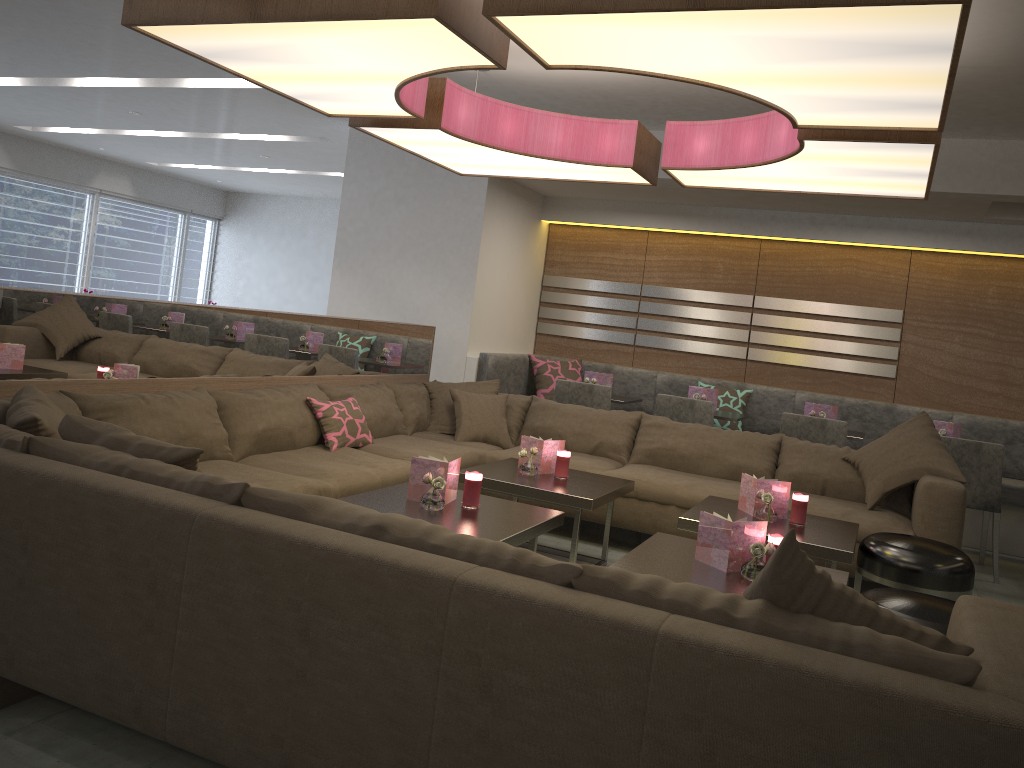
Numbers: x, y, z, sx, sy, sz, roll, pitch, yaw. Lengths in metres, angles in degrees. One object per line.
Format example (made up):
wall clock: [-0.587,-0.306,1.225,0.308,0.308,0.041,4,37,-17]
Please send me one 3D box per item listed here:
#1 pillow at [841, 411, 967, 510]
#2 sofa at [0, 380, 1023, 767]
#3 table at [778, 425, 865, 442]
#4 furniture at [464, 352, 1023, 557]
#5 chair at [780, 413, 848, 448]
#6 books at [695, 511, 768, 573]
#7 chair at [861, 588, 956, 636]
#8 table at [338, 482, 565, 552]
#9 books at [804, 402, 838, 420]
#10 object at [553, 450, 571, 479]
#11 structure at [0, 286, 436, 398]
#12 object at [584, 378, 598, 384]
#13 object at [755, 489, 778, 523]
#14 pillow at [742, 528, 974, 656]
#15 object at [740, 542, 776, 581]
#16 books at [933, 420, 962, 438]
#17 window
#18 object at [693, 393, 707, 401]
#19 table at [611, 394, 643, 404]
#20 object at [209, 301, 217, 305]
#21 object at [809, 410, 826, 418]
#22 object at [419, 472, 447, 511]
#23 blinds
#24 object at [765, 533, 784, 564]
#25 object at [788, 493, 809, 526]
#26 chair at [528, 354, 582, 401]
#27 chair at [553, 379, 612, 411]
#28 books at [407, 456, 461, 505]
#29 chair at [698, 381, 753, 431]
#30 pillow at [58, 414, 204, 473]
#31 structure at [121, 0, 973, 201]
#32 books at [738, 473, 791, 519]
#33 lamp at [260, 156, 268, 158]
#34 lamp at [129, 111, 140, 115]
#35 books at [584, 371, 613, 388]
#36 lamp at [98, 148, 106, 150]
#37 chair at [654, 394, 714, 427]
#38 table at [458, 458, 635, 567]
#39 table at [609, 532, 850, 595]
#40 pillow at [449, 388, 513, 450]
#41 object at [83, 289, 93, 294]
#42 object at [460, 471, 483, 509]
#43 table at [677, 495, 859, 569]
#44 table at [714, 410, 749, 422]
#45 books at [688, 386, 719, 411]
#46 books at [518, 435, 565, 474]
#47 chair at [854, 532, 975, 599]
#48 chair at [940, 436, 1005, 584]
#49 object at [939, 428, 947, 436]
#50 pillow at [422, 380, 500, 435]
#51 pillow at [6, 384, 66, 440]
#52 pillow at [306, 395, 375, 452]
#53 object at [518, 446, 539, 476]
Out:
pillow: [1.929,0.379,4.354,0.624,0.513,0.297,9,2,37]
sofa: [0.125,0.540,3.550,3.191,0.675,3.760,9,4,23]
table: [1.990,0.620,5.769,0.508,0.654,0.504,8,1,23]
furniture: [1.864,0.593,4.516,5.668,0.853,4.249,9,4,23]
chair: [1.857,0.571,5.474,0.479,0.762,0.490,7,1,26]
books: [0.707,0.508,2.855,0.157,0.164,0.144,6,2,-32]
chair: [1.184,0.852,2.578,0.424,0.451,0.422,8,2,19]
table: [-0.252,0.651,3.187,0.660,0.412,0.656,8,3,23]
books: [2.046,0.214,5.867,0.157,0.164,0.143,7,2,-12]
object: [0.235,0.372,4.114,0.075,0.128,0.075,7,1,-4]
structure: [-1.415,0.132,4.244,0.225,1.006,3.767,7,3,23]
object: [0.569,0.015,6.328,0.107,0.125,0.095,6,1,-24]
object: [1.064,0.506,3.681,0.095,0.129,0.107,7,1,-17]
pillow: [0.578,0.467,1.716,0.533,0.404,0.279,8,1,12]
object: [0.788,0.541,2.740,0.193,0.125,0.095,5,2,-35]
books: [2.725,0.319,5.571,0.144,0.164,0.157,8,2,43]
window: [-5.274,-1.449,11.534,0.159,2.071,3.652,7,3,23]
object: [1.269,0.122,6.030,0.110,0.125,0.092,6,2,-34]
table: [0.594,0.405,6.378,0.508,0.654,0.504,8,1,23]
object: [-3.583,-0.853,10.517,0.155,0.276,0.103,7,0,21]
object: [1.974,0.231,5.717,0.094,0.125,0.102,7,1,-13]
object: [-0.280,0.380,3.137,0.095,0.129,0.100,7,1,6]
blinds: [-5.171,-1.461,11.501,0.045,2.041,3.644,7,3,23]
object: [0.836,0.541,2.794,0.075,0.128,0.076,7,1,-14]
object: [1.197,0.521,3.687,0.075,0.128,0.076,7,1,-14]
chair: [0.378,-0.003,7.052,0.489,0.427,0.296,6,1,-24]
chair: [0.489,0.361,6.063,0.478,0.762,0.491,7,1,15]
books: [-0.254,0.360,3.274,0.257,0.164,0.143,6,2,-13]
chair: [1.579,0.202,6.698,0.428,0.395,0.218,8,1,24]
pillow: [-1.005,0.277,2.432,0.495,0.339,0.311,8,2,17]
structure: [0.373,-1.304,3.454,2.455,0.618,2.438,9,4,23]
books: [1.091,0.486,3.827,0.157,0.164,0.143,7,2,-12]
lamp: [-2.594,-2.380,9.255,0.088,0.007,0.089,5,4,-22]
lamp: [-3.275,-2.350,7.667,0.088,0.007,0.089,5,4,-22]
books: [0.630,-0.003,6.484,0.144,0.164,0.157,8,2,43]
lamp: [-4.724,-2.707,10.183,0.088,0.007,0.089,5,4,-22]
chair: [1.162,0.464,5.784,0.479,0.762,0.490,7,1,30]
table: [0.142,0.634,4.107,0.660,0.412,0.656,8,3,23]
table: [0.675,0.794,2.783,0.660,0.412,0.656,8,3,23]
pillow: [-0.176,0.208,5.141,0.379,0.322,0.236,6,1,-22]
object: [-4.283,-0.822,8.883,0.155,0.276,0.103,7,0,21]
object: [-0.146,0.387,3.253,0.075,0.128,0.075,7,1,-4]
table: [1.069,0.776,3.702,0.660,0.412,0.656,8,3,23]
table: [1.292,0.512,6.074,0.508,0.654,0.504,8,1,23]
books: [1.333,0.105,6.178,0.144,0.164,0.157,8,2,43]
books: [0.142,0.340,4.243,0.144,0.164,0.157,8,2,43]
chair: [1.578,0.835,3.495,0.423,0.451,0.423,7,2,4]
chair: [2.576,0.683,5.154,0.478,0.762,0.491,7,1,19]
object: [2.662,0.337,5.420,0.096,0.125,0.105,8,2,23]
pillow: [-0.291,0.152,5.315,0.525,0.394,0.292,7,1,-8]
pillow: [-1.405,0.209,2.725,0.296,0.356,0.505,6,3,-35]
pillow: [-0.836,0.191,4.356,0.181,0.252,0.463,7,3,19]
object: [0.077,0.354,4.091,0.102,0.132,0.092,7,1,-12]
